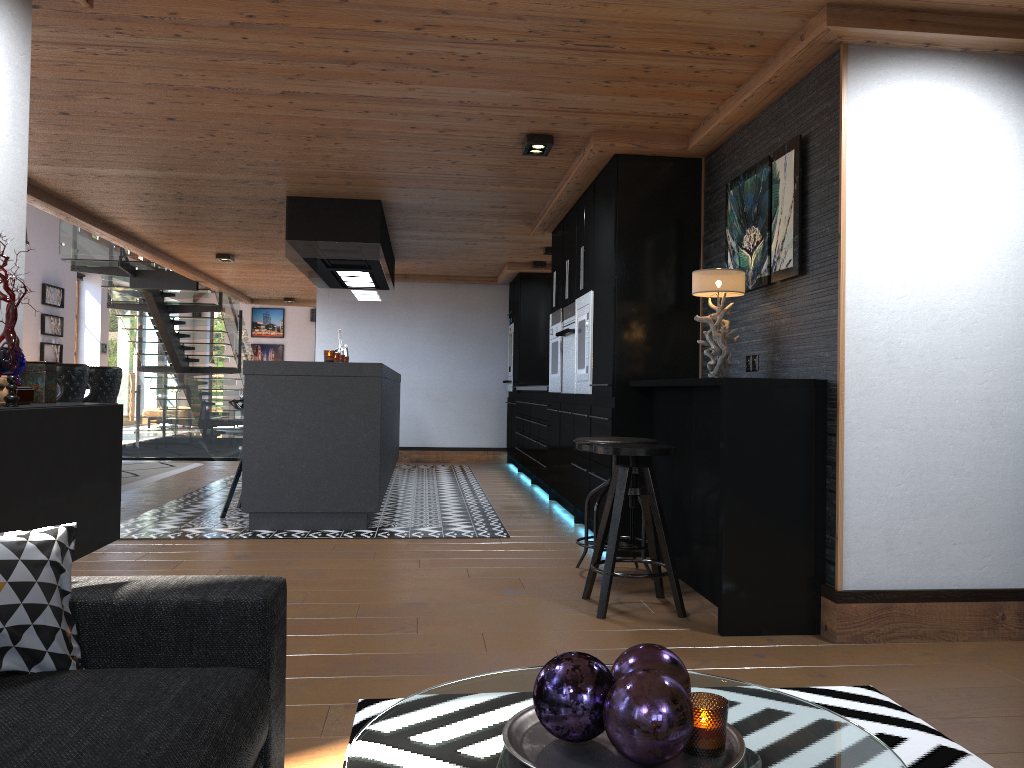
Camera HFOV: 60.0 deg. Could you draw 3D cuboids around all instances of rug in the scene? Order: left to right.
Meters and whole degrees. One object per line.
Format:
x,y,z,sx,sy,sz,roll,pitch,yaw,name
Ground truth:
-4.636,0.912,7.655,2.558,0.047,5.615,1,0,-6,rug
0.496,0.953,1.353,1.666,0.020,2.892,1,0,-6,rug

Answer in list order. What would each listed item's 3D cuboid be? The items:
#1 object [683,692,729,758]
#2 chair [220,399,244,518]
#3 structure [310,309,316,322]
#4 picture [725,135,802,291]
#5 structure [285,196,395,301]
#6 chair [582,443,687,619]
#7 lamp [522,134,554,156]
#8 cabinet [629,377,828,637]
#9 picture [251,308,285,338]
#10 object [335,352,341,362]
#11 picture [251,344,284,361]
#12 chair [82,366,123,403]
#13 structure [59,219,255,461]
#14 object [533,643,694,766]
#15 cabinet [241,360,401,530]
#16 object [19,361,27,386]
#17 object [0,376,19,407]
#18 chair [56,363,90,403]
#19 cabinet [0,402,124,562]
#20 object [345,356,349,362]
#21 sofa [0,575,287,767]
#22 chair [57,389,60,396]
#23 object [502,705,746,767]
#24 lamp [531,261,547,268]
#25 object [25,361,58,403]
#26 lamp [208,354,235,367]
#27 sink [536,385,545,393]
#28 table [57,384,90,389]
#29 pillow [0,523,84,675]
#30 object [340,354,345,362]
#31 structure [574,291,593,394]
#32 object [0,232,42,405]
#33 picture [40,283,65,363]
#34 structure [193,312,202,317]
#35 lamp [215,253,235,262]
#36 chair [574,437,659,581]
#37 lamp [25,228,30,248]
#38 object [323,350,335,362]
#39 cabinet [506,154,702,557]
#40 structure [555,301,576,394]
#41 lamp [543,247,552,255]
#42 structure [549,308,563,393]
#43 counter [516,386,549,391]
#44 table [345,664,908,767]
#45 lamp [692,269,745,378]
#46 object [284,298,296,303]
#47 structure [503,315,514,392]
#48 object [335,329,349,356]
0.313,0.556,1.445,0.079,0.081,0.079,1,-1,9,object
-1.847,0.532,6.555,0.470,0.839,0.537,1,-1,-5,chair
-5.468,-1.892,24.472,0.214,0.349,0.213,1,-1,-6,structure
1.169,-0.755,4.198,0.010,0.594,0.923,1,-1,-6,picture
-1.522,-1.185,8.370,0.713,0.476,3.241,1,0,-6,structure
0.533,0.632,3.890,0.394,0.721,0.392,1,-1,-6,chair
0.146,-1.383,5.108,0.156,0.068,0.260,1,0,-6,lamp
0.953,0.487,4.283,0.430,1.010,1.621,1,-1,-6,cabinet
-6.721,-1.681,24.394,0.882,0.816,0.036,1,-1,-7,picture
-1.263,-0.183,6.322,0.078,0.081,0.080,0,-1,39,object
-6.737,-0.687,24.372,0.882,0.816,0.036,1,-1,-7,picture
-3.922,0.382,8.181,0.570,1.092,0.502,1,-1,-7,chair
-7.034,0.523,12.403,9.236,6.400,10.994,1,-1,-6,structure
0.194,0.521,1.447,0.287,0.143,0.262,1,-1,-23,object
-1.541,0.418,8.150,0.891,1.104,4.787,1,0,-6,cabinet
-1.549,-0.008,2.711,0.107,0.135,0.097,1,-1,25,object
-1.405,-0.040,2.304,0.202,0.197,0.355,1,-1,5,object
-3.778,0.378,7.232,0.573,1.092,0.500,1,-1,-22,chair
-1.456,0.294,2.514,0.359,0.468,0.952,1,-1,-6,cabinet
-1.335,-0.179,7.049,0.078,0.081,0.080,0,-1,39,object
-0.318,0.530,0.373,2.094,0.818,3.080,1,0,-6,sofa
-4.877,0.374,9.315,0.506,1.092,0.566,1,-1,-7,chair
0.181,0.587,1.457,0.393,0.022,0.396,1,0,12,object
0.302,-1.345,9.952,0.156,0.068,0.152,1,-1,-6,lamp
-1.516,-0.006,2.840,0.109,0.135,0.096,1,-1,-16,object
-7.643,0.032,23.097,0.524,1.899,1.329,1,-1,15,lamp
0.439,-0.104,8.842,0.463,0.420,0.959,1,-1,-6,sink
-4.657,0.455,7.337,1.433,0.950,3.786,1,0,-6,table
-1.002,0.369,1.485,0.296,0.346,0.542,0,-1,45,pillow
-1.299,-0.181,6.685,0.078,0.081,0.080,0,-1,39,object
0.479,-0.268,6.031,0.039,0.672,0.592,1,-1,-6,structure
-1.474,-0.192,2.559,0.152,0.504,0.323,1,-1,-6,object
-7.742,-0.997,14.935,0.059,1.312,0.772,1,-1,-6,picture
-8.554,-1.947,24.094,0.214,0.349,0.213,1,-1,-6,structure
-3.182,-1.405,9.836,0.156,0.068,0.260,1,0,-6,lamp
0.535,0.639,4.599,0.442,0.717,0.440,1,-1,-2,chair
-4.574,-3.455,7.869,0.614,4.686,0.628,0,-2,39,lamp
-1.227,-0.185,5.958,0.078,0.081,0.080,0,-1,39,object
0.506,-0.184,8.284,0.545,2.381,6.411,1,-1,-6,cabinet
0.406,-0.265,6.652,0.090,0.673,0.592,1,-1,-6,structure
0.399,-1.351,8.971,0.156,0.068,0.152,1,-1,-6,lamp
0.518,-0.259,7.330,0.383,0.673,0.598,1,-1,-6,structure
0.440,0.048,8.921,0.533,0.040,2.560,1,0,-6,counter
0.208,0.753,1.143,0.898,0.371,1.520,1,0,-5,table
0.977,-0.274,4.205,0.248,0.516,0.247,1,-1,-3,lamp
-3.648,-1.379,14.542,0.156,0.068,0.260,1,0,-6,object
0.038,-0.376,11.146,0.256,0.945,0.595,1,-1,-6,structure
-1.815,-0.356,9.407,0.227,0.452,0.224,1,-1,-6,object
